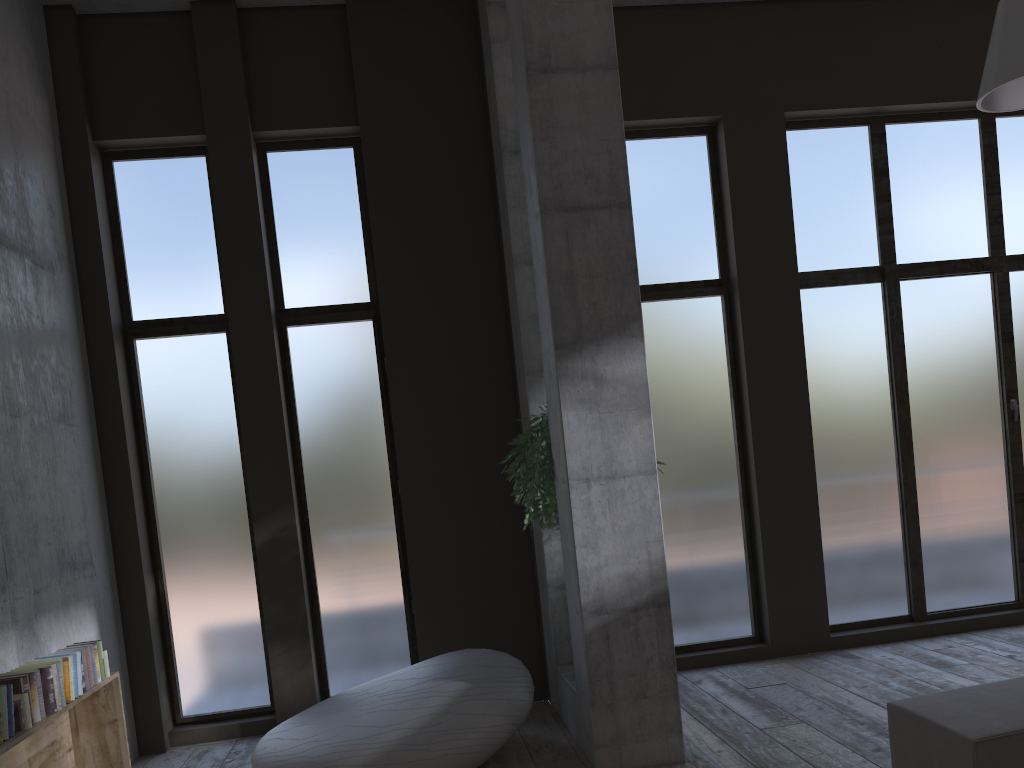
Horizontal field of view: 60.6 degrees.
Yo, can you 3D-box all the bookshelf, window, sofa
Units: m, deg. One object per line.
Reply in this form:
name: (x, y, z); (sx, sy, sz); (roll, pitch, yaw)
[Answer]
bookshelf: (-2.028, 1.759, 2.382); (0.303, 0.800, 5.351); (-6, -5, -8)
window: (1.822, 0.026, 7.013); (9.181, 4.192, 0.208); (-5, 3, -8)
sofa: (2.437, 1.321, 2.790); (3.004, 0.786, 3.013); (-5, -5, -7)

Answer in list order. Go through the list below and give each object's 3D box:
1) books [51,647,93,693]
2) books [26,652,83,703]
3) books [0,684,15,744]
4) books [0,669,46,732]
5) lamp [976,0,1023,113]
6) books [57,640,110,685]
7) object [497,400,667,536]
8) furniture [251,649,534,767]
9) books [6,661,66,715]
books: (-2.295, 1.499, 4.566); (0.154, 0.221, 0.156); (-6, 0, -7)
books: (-2.273, 1.469, 4.368); (0.189, 0.229, 0.250); (-6, -2, -7)
books: (-2.222, 1.396, 3.688); (0.189, 0.229, 0.200); (-6, -1, -7)
books: (-2.243, 1.424, 3.934); (0.209, 0.221, 0.279); (-6, -2, -9)
lamp: (3.383, 0.018, 3.904); (2.615, 3.435, 0.755); (-6, 2, -19)
books: (-2.324, 1.524, 4.781); (0.170, 0.221, 0.278); (-6, -2, -6)
object: (0.416, 0.928, 5.548); (0.959, 1.869, 1.006); (-7, 1, -41)
furniture: (-0.761, 2.090, 5.306); (1.807, 0.812, 1.621); (-9, -5, 30)
books: (-2.246, 1.445, 4.152); (0.189, 0.221, 0.156); (-6, 0, -7)
